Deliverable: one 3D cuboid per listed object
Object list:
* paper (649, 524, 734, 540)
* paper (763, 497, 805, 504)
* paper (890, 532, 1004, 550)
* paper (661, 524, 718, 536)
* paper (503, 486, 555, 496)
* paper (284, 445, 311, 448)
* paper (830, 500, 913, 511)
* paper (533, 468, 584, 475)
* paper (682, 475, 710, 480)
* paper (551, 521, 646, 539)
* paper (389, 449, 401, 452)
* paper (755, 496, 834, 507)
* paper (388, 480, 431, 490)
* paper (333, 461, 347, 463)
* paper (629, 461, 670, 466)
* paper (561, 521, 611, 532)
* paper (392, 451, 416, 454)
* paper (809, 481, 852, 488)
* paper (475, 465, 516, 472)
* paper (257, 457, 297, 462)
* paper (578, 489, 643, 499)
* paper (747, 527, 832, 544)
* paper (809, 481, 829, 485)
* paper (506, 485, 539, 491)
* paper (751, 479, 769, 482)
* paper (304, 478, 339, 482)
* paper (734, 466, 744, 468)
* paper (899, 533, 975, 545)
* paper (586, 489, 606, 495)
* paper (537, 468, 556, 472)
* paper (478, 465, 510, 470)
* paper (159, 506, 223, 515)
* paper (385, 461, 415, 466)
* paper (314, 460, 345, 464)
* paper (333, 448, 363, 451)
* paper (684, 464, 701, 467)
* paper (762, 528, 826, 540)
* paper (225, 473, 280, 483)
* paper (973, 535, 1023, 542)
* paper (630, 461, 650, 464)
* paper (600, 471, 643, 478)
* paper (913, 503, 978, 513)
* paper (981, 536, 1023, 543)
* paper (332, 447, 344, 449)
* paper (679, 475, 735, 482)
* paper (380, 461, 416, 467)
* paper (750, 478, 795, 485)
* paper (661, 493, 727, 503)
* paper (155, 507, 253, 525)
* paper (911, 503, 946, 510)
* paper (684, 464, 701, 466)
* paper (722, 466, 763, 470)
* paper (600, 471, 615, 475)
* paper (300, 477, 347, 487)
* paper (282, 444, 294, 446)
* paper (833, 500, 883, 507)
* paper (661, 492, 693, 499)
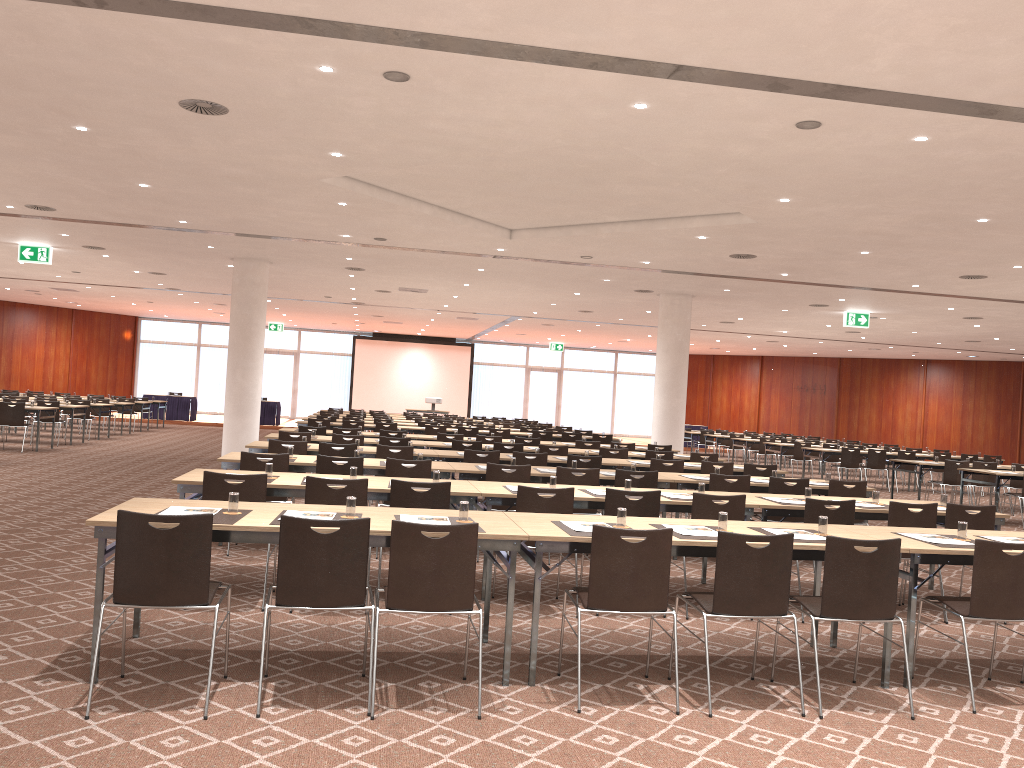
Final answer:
[{"bbox_3d":[1.132,0.893,5.337,0.460,0.003,0.565,4,-1,-10],"label":"paper"},{"bbox_3d":[2.362,0.999,7.613,0.283,0.006,0.398,4,-1,-9],"label":"paper"},{"bbox_3d":[2.771,0.996,5.628,0.460,0.003,0.565,4,-1,-7],"label":"paper"},{"bbox_3d":[1.105,0.889,5.383,0.283,0.006,0.398,4,-1,-9],"label":"paper"},{"bbox_3d":[0.189,0.866,7.189,0.460,0.003,0.565,4,-1,-9],"label":"paper"},{"bbox_3d":[-2.690,0.751,10.772,0.460,0.003,0.565,4,-1,-9],"label":"paper"},{"bbox_3d":[3.085,1.047,7.661,0.460,0.003,0.565,4,-1,-10],"label":"paper"},{"bbox_3d":[0.489,0.917,9.294,0.460,0.003,0.565,4,-1,-7],"label":"paper"},{"bbox_3d":[2.027,1.010,9.598,0.283,0.006,0.398,4,-1,-8],"label":"paper"},{"bbox_3d":[0.508,0.854,5.203,0.460,0.003,0.565,4,-1,-9],"label":"paper"},{"bbox_3d":[-1.486,0.823,11.021,0.283,0.006,0.398,4,-1,-9],"label":"paper"},{"bbox_3d":[2.406,1.005,7.569,0.460,0.003,0.565,4,-1,-7],"label":"paper"},{"bbox_3d":[-0.750,0.808,7.065,0.460,0.003,0.565,4,-1,-6],"label":"paper"},{"bbox_3d":[-1.786,0.772,8.964,0.283,0.006,0.398,4,-1,-10],"label":"paper"},{"bbox_3d":[1.789,1.031,11.524,0.460,0.003,0.565,4,-1,-9],"label":"paper"},{"bbox_3d":[0.469,0.849,5.277,0.283,0.006,0.398,4,-1,-11],"label":"paper"},{"bbox_3d":[-1.439,0.829,10.982,0.460,0.003,0.565,4,-1,-10],"label":"paper"},{"bbox_3d":[3.403,1.099,9.767,0.460,0.003,0.565,4,-1,-6],"label":"paper"},{"bbox_3d":[-0.132,0.878,9.171,0.460,0.003,0.565,4,-1,-8],"label":"paper"},{"bbox_3d":[-2.377,0.738,8.780,0.460,0.003,0.565,4,-1,-10],"label":"paper"},{"bbox_3d":[0.833,0.906,7.301,0.460,0.003,0.565,4,-1,-11],"label":"paper"},{"bbox_3d":[1.777,0.934,5.466,0.460,0.003,0.565,4,-1,-8],"label":"paper"},{"bbox_3d":[3.330,1.092,9.810,0.283,0.006,0.398,4,-1,-12],"label":"paper"},{"bbox_3d":[0.115,0.859,7.262,0.283,0.006,0.398,4,-1,-8],"label":"paper"},{"bbox_3d":[2.688,1.052,9.691,0.283,0.006,0.398,4,-1,-12],"label":"paper"},{"bbox_3d":[-1.487,0.759,7.002,0.283,0.006,0.398,4,-1,-9],"label":"paper"},{"bbox_3d":[3.000,1.104,11.797,0.283,0.006,0.398,4,-1,-8],"label":"paper"},{"bbox_3d":[2.708,0.989,5.673,0.283,0.006,0.398,4,-1,-10],"label":"paper"},{"bbox_3d":[0.792,0.901,7.367,0.283,0.006,0.398,4,-1,-8],"label":"paper"},{"bbox_3d":[0.432,0.911,9.329,0.283,0.006,0.398,4,-1,-10],"label":"paper"},{"bbox_3d":[-0.188,0.872,9.242,0.283,0.006,0.398,4,-1,-10],"label":"paper"},{"bbox_3d":[-1.784,0.708,4.916,0.283,0.006,0.398,4,-1,-9],"label":"paper"},{"bbox_3d":[-1.150,0.812,9.066,0.283,0.006,0.398,4,-1,-12],"label":"paper"},{"bbox_3d":[-1.739,0.778,8.935,0.460,0.003,0.565,4,-1,-6],"label":"paper"},{"bbox_3d":[-2.060,0.790,10.884,0.460,0.003,0.565,4,-1,-9],"label":"paper"},{"bbox_3d":[2.407,1.069,11.616,0.460,0.003,0.565,4,-1,-10],"label":"paper"},{"bbox_3d":[1.757,0.929,5.495,0.283,0.006,0.398,4,-1,-6],"label":"paper"},{"bbox_3d":[-2.061,0.726,6.840,0.460,0.003,0.565,4,-1,-7],"label":"paper"},{"bbox_3d":[3.368,1.033,5.725,0.460,0.003,0.565,4,-1,-7],"label":"paper"},{"bbox_3d":[1.711,1.023,11.562,0.283,0.006,0.398,4,-1,-11],"label":"paper"},{"bbox_3d":[1.160,0.959,9.398,0.460,0.003,0.565,4,-1,-7],"label":"paper"},{"bbox_3d":[3.724,1.087,7.792,0.460,0.003,0.565,4,-1,-6],"label":"paper"},{"bbox_3d":[3.307,1.027,5.773,0.283,0.006,0.398,4,-1,-11],"label":"paper"},{"bbox_3d":[-2.117,0.784,10.934,0.283,0.006,0.398,4,-1,-10],"label":"paper"},{"bbox_3d":[2.103,1.018,9.542,0.460,0.003,0.565,4,-1,-10],"label":"paper"},{"bbox_3d":[-1.110,0.817,9.014,0.460,0.003,0.565,4,-1,-8],"label":"paper"},{"bbox_3d":[2.747,1.058,9.648,0.460,0.003,0.565,4,-1,-8],"label":"paper"},{"bbox_3d":[1.462,0.946,7.416,0.460,0.003,0.565,4,-1,-10],"label":"paper"},{"bbox_3d":[-1.702,0.716,4.843,0.460,0.003,0.565,4,-1,-6],"label":"paper"},{"bbox_3d":[3.652,1.080,7.831,0.283,0.006,0.398,4,-1,-9],"label":"paper"},{"bbox_3d":[2.346,1.062,11.665,0.283,0.006,0.398,4,-1,-12],"label":"paper"},{"bbox_3d":[3.039,1.108,11.709,0.460,0.003,0.565,4,-1,-11],"label":"paper"},{"bbox_3d":[1.071,0.950,9.419,0.283,0.006,0.398,4,-1,-10],"label":"paper"},{"bbox_3d":[-1.406,0.767,6.940,0.460,0.003,0.565,4,-1,-11],"label":"paper"},{"bbox_3d":[-2.739,0.745,10.836,0.283,0.006,0.398,4,-1,-9],"label":"paper"},{"bbox_3d":[3.007,1.039,7.717,0.283,0.006,0.398,4,-1,-8],"label":"paper"},{"bbox_3d":[1.408,0.940,7.473,0.283,0.006,0.398,4,-1,-10],"label":"paper"}]
